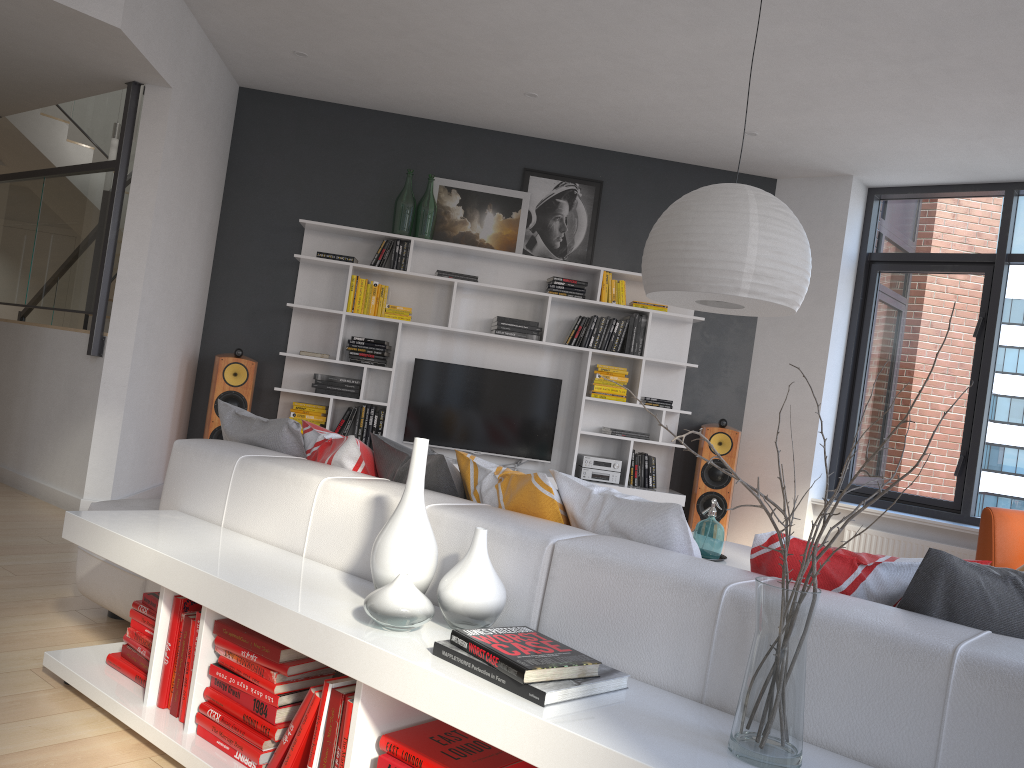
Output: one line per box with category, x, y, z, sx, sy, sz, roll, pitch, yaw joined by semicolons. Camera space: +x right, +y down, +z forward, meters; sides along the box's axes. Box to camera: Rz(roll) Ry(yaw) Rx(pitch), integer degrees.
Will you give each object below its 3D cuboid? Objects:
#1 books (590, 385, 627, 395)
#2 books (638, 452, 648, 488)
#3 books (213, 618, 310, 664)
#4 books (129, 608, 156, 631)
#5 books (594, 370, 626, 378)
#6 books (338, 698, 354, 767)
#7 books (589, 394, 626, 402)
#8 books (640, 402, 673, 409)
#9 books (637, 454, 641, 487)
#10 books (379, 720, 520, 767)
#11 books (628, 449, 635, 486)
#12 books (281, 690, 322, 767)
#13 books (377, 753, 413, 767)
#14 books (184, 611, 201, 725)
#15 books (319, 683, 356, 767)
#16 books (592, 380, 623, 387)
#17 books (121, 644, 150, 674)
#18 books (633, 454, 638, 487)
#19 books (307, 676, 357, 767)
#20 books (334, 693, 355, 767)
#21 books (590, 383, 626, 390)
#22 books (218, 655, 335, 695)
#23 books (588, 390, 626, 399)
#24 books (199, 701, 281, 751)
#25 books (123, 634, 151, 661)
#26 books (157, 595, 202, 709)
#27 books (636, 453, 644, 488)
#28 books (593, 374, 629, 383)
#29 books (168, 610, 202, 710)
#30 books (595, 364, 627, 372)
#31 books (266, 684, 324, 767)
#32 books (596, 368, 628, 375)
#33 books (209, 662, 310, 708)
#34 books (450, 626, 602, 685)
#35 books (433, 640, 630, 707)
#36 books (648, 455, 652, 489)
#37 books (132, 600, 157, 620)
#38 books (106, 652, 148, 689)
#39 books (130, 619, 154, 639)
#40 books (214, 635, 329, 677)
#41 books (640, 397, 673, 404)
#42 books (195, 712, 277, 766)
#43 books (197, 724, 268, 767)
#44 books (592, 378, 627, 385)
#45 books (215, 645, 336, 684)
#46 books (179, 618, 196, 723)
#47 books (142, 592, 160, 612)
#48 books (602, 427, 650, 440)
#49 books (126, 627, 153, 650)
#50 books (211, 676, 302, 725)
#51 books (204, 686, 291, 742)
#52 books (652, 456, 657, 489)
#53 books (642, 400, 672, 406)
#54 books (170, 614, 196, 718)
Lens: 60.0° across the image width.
books;0.715;0.046;6.627;0.243;0.042;0.189;8;-1;-5
books;0.980;0.640;6.614;0.066;0.255;0.193;8;-1;-6
books;-0.581;0.630;2.219;0.259;0.034;0.206;8;-1;37
books;-0.963;0.693;2.578;0.269;0.028;0.179;8;-1;41
books;0.736;-0.072;6.640;0.227;0.022;0.160;8;-1;10
books;-0.300;0.803;1.919;0.028;0.269;0.181;8;-1;39
books;0.710;0.104;6.613;0.257;0.028;0.194;8;-1;0
books;1.074;0.159;6.605;0.213;0.023;0.161;8;-1;-2
books;0.928;0.641;6.606;0.049;0.236;0.170;8;-1;-5
books;-0.091;0.776;1.843;0.301;0.032;0.227;8;-1;40
books;0.874;0.617;6.611;0.053;0.268;0.202;8;-1;-6
books;-0.417;0.798;2.027;0.115;0.245;0.192;8;-1;40
books;-0.107;0.809;1.820;0.279;0.039;0.206;8;-1;39
books;-0.741;0.734;2.329;0.049;0.291;0.214;8;-1;40
books;-0.328;0.799;1.975;0.038;0.270;0.215;8;-1;40
books;0.711;-0.001;6.621;0.217;0.023;0.145;8;-1;-1
books;-0.977;0.800;2.578;0.259;0.034;0.206;7;-1;43
books;0.904;0.637;6.610;0.053;0.240;0.189;8;-1;-5
books;-0.367;0.789;1.987;0.046;0.282;0.199;8;-1;40
books;-0.311;0.805;1.948;0.028;0.266;0.188;8;-1;40
books;0.716;0.017;6.641;0.251;0.014;0.189;8;-1;-2
books;-0.585;0.708;2.199;0.236;0.023;0.178;8;-1;40
books;0.710;0.079;6.622;0.257;0.024;0.203;8;-1;-2
books;-0.616;0.826;2.187;0.266;0.026;0.187;8;-1;39
books;-0.985;0.769;2.578;0.187;0.026;0.266;9;-1;-45
books;-0.848;0.720;2.421;0.036;0.294;0.208;8;-1;40
books;0.951;0.641;6.600;0.050;0.242;0.169;8;-1;-6
books;0.738;-0.043;6.639;0.239;0.033;0.176;8;-1;-2
books;-0.822;0.740;2.400;0.031;0.255;0.181;8;-1;40
books;0.739;-0.118;6.660;0.223;0.023;0.163;8;-1;-1
books;-0.444;0.795;2.059;0.144;0.247;0.188;8;-1;40
books;0.747;-0.094;6.638;0.223;0.023;0.163;8;-1;-1
books;-0.593;0.733;2.208;0.261;0.027;0.191;8;-1;36
books;0.023;0.517;1.707;0.188;0.027;0.238;9;-1;-37
books;0.036;0.546;1.725;0.300;0.026;0.245;7;-1;45
books;1.009;0.650;6.609;0.066;0.242;0.177;8;-1;-6
books;-0.958;0.668;2.582;0.254;0.025;0.178;8;-1;39
books;-0.999;0.831;2.581;0.301;0.032;0.227;8;-1;40
books;-0.959;0.722;2.592;0.261;0.028;0.191;8;-1;40
books;-0.577;0.660;2.200;0.266;0.026;0.187;8;-1;34
books;1.079;0.122;6.623;0.213;0.023;0.161;8;-1;-2
books;-0.621;0.853;2.183;0.282;0.030;0.188;8;-1;41
books;-0.617;0.883;2.198;0.274;0.029;0.200;8;-1;40
books;0.724;-0.019;6.639;0.239;0.019;0.171;8;-1;-5
books;-0.591;0.684;2.218;0.257;0.025;0.182;8;-1;40
books;-0.772;0.745;2.347;0.042;0.259;0.195;8;-1;40
books;-0.955;0.642;2.571;0.152;0.029;0.206;9;-1;-44
books;0.847;0.368;6.629;0.310;0.047;0.250;8;-1;-10
books;-0.969;0.746;2.577;0.257;0.025;0.182;8;-1;40
books;-0.586;0.767;2.218;0.279;0.039;0.206;8;-1;41
books;-0.587;0.803;2.213;0.301;0.032;0.227;8;-1;40
books;1.039;0.658;6.644;0.077;0.233;0.179;8;-1;-5
books;1.076;0.140;6.607;0.198;0.015;0.142;8;-1;-7
books;-0.795;0.743;2.379;0.034;0.259;0.207;8;-1;40
